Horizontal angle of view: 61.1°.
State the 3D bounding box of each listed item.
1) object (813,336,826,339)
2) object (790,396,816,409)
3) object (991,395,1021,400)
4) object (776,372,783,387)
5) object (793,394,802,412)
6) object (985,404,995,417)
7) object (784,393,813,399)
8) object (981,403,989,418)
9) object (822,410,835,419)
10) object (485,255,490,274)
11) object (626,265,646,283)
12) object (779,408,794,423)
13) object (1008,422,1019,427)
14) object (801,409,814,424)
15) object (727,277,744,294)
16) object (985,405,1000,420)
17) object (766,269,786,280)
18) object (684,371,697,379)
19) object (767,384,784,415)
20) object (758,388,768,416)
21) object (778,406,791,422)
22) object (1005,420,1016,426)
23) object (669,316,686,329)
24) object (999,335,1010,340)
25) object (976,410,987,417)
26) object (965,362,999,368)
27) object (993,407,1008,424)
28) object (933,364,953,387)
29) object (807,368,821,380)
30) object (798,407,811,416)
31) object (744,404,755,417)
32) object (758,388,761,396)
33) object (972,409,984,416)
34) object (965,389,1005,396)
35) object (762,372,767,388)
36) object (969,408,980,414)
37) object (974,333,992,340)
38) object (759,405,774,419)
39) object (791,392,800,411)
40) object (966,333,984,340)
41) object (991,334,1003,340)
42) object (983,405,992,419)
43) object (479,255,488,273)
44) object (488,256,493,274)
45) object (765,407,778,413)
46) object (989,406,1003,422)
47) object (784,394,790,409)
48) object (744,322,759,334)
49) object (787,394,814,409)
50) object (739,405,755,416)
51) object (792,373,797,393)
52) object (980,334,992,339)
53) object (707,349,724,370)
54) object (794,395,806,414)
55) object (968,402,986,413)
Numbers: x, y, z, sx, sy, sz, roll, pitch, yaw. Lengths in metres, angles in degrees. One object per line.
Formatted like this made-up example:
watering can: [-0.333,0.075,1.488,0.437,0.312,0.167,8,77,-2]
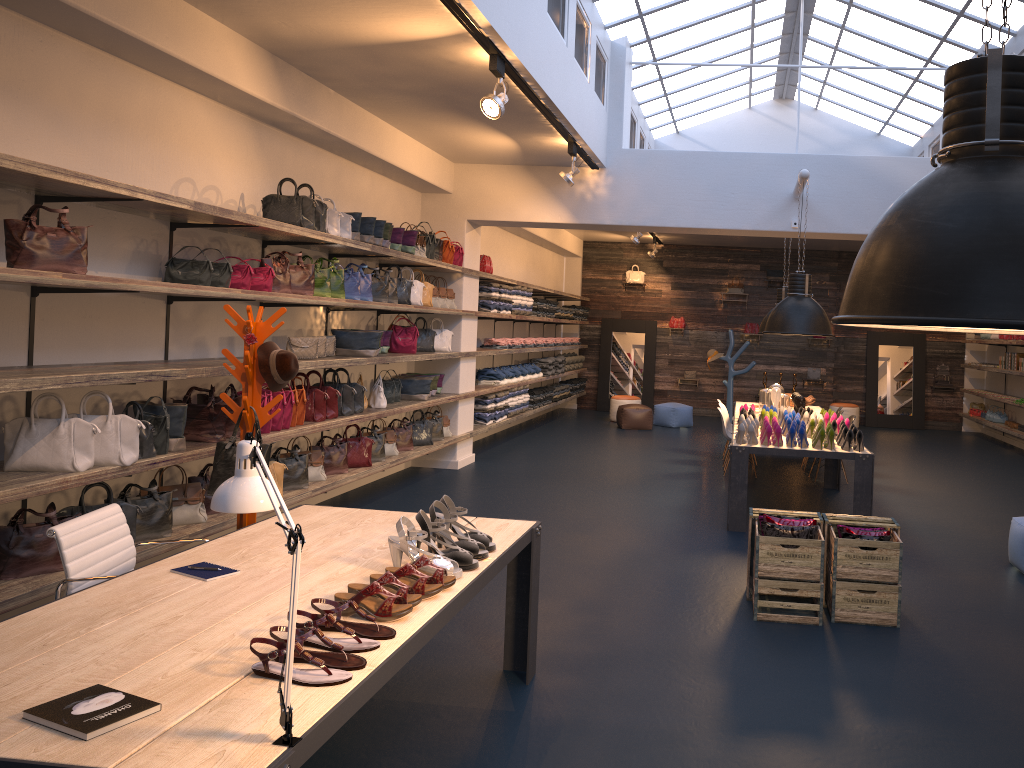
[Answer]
object: [6.229,-1.043,17.581,0.244,0.243,0.221,3,2,6]
object: [3.749,0.264,11.303,0.455,0.203,0.215,2,2,-12]
object: [8.378,0.231,14.677,0.345,0.029,0.910,4,4,13]
object: [3.760,0.069,12.223,0.151,0.469,0.128,3,0,-37]
object: [3.478,0.262,10.545,0.151,0.285,0.157,3,1,10]
object: [8.769,0.514,15.905,0.185,0.279,0.064,4,0,42]
object: [3.888,0.235,11.823,0.448,0.203,0.218,2,2,-6]
object: [8.842,0.498,16.181,0.185,0.279,0.064,4,0,42]
object: [3.464,0.378,9.506,0.197,0.195,0.249,3,2,11]
object: [-0.436,-1.499,10.850,0.310,0.245,0.146,3,1,9]
object: [2.555,-2.268,17.935,0.432,0.386,0.189,3,1,-5]
object: [3.040,0.354,9.560,0.197,0.195,0.249,3,2,11]
object: [8.441,0.684,14.567,0.213,0.083,0.235,3,3,1]
object: [3.241,0.365,9.543,0.198,0.195,0.247,3,2,9]
object: [4.571,-2.013,17.739,0.335,0.335,0.173,3,1,19]
object: [8.662,0.523,15.627,0.254,0.282,0.104,4,1,40]
object: [5.366,-2.222,17.655,0.417,0.232,0.178,3,1,0]
object: [3.656,-0.189,17.802,0.281,0.175,0.099,2,1,-15]
object: [3.105,0.201,10.223,0.204,0.412,0.200,3,0,-1]
object: [3.079,0.220,10.499,0.173,0.336,0.198,3,1,29]
object: [3.101,0.338,9.834,0.193,0.195,0.253,3,2,18]
object: [8.526,0.671,14.826,0.200,0.083,0.249,4,4,22]
object: [3.401,-1.266,17.854,0.321,0.254,0.144,4,1,19]
object: [8.369,-0.864,14.619,0.147,0.254,0.314,2,2,-27]
object: [8.892,0.562,16.416,0.098,0.118,0.202,2,3,-44]
object: [8.896,-0.359,16.267,0.468,0.060,1.563,4,4,14]
object: [8.565,0.546,15.218,0.104,0.282,0.253,3,1,-43]
object: [8.618,-0.178,17.354,0.351,0.461,0.239,3,1,8]
object: [6.123,-0.208,17.578,0.259,0.230,0.083,4,1,25]
object: [3.309,0.348,9.835,0.197,0.195,0.249,3,2,11]
object: [2.688,0.314,9.879,0.200,0.195,0.245,3,2,5]
object: [5.184,0.168,17.621,0.380,0.174,0.221,2,2,-14]
object: [8.926,0.549,16.628,0.098,0.118,0.202,2,3,-44]
object: [8.762,0.152,16.138,0.342,0.024,1.925,4,4,14]
object: [3.555,0.057,12.244,0.132,0.469,0.147,3,0,22]
object: [8.983,0.537,16.841,0.098,0.118,0.202,2,3,-44]
object: [8.859,-0.952,16.320,0.193,0.232,0.383,2,3,-39]
object: [2.907,0.326,9.865,0.197,0.195,0.249,3,2,11]
object: [3.544,0.248,10.794,0.151,0.285,0.157,3,1,10]
object: [8.998,-1.034,16.862,0.178,0.335,0.325,2,2,-33]
object: [8.596,-0.967,15.236,0.206,0.386,0.397,3,2,-25]
object: [8.810,0.506,16.050,0.186,0.280,0.063,3,0,31]
object: [-0.461,-1.494,10.753,0.313,0.245,0.144,3,1,6]
object: [-0.405,-1.505,10.953,0.317,0.245,0.143,3,1,2]
object: [2.842,0.343,9.578,0.201,0.195,0.243,3,2,3]
object: [8.613,0.534,15.422,0.104,0.282,0.253,3,1,-43]
object: [3.240,0.258,10.392,0.176,0.290,0.172,3,1,-1]
object: [4.898,-1.133,17.687,0.325,0.255,0.136,3,1,-5]
object: [3.815,0.250,11.553,0.455,0.203,0.215,2,2,-12]
object: [2.605,0.329,9.611,0.196,0.195,0.256,4,2,23]
object: [3.980,0.081,12.203,0.145,0.469,0.134,3,0,-14]
object: [8.670,-0.994,15.792,0.190,0.367,0.339,2,2,-35]
object: [3.991,-0.462,17.032,0.329,0.441,0.362,3,1,7]
object: [3.410,0.276,10.288,0.151,0.285,0.157,3,1,10]
object: [9.129,0.475,17.030,0.339,0.234,0.216,5,3,44]
